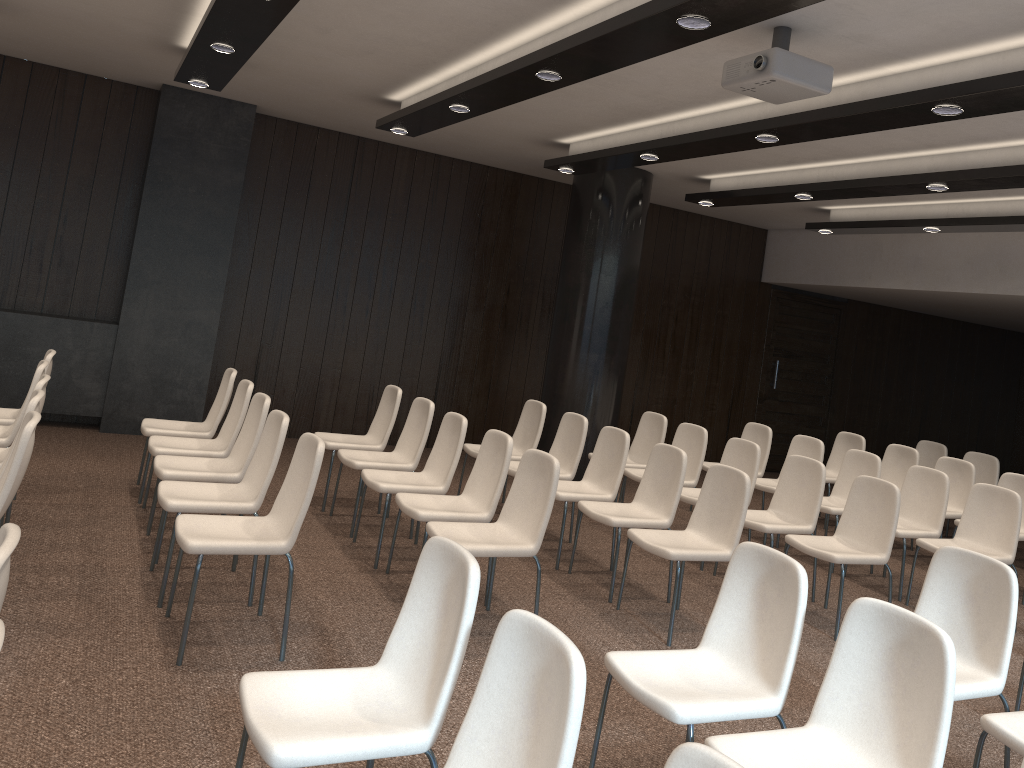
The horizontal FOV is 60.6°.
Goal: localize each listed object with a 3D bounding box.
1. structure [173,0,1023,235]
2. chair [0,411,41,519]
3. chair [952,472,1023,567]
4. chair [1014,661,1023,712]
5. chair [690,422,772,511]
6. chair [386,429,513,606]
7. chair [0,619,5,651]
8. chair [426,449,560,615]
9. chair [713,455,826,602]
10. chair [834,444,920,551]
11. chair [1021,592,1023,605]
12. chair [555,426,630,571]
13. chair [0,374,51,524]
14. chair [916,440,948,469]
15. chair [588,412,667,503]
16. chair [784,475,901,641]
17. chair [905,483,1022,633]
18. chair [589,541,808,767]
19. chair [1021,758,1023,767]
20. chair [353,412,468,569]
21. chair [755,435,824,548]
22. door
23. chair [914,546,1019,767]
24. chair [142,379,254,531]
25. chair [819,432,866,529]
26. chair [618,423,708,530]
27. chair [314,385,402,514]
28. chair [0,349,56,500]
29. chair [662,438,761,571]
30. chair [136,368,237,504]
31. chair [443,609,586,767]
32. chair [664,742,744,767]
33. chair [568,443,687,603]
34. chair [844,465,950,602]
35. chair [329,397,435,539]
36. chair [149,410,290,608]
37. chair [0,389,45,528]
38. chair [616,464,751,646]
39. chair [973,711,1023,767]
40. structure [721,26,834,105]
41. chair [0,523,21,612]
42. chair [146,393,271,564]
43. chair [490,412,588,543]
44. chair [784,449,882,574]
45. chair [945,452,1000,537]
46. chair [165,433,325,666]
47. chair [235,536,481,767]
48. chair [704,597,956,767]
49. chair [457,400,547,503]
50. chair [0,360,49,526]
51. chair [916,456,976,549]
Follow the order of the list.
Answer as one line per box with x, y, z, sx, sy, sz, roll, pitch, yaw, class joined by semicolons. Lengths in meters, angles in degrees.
-0.622;-1.809;3.047;13.025;0.231;8.139;6;5;-26;structure
-2.213;0.546;3.386;0.552;0.907;0.534;9;-2;-28;chair
3.899;1.169;7.013;0.552;0.907;0.534;9;-2;-28;chair
2.717;1.242;3.992;0.552;0.907;0.533;9;-2;-25;chair
2.041;0.797;8.093;0.552;0.907;0.533;9;-2;-24;chair
-0.350;0.699;4.930;0.553;0.907;0.533;9;-2;-24;chair
-1.206;0.865;1.387;0.553;0.907;0.533;9;-2;-24;chair
-0.117;0.778;4.403;0.552;0.907;0.534;9;-2;-27;chair
1.772;0.935;5.960;0.552;0.907;0.534;9;-2;-26;chair
3.400;1.003;8.101;0.552;0.907;0.533;9;-2;-24;chair
4.200;1.261;6.459;0.552;0.907;0.533;9;-2;-25;chair
0.447;0.732;5.987;0.552;0.907;0.533;9;-2;-24;chair
-2.727;0.381;4.434;0.552;0.907;0.533;9;-2;-24;chair
4.162;1.033;9.116;0.552;0.907;0.533;9;-2;-24;chair
0.987;0.679;7.596;0.552;0.907;0.534;9;-2;-25;chair
2.028;1.020;5.402;0.553;0.907;0.533;9;-2;-24;chair
3.101;1.136;5.954;0.552;0.907;0.534;9;-2;-28;chair
0.641;1.012;2.975;0.552;0.907;0.533;9;-2;-25;chair
1.136;1.179;1.881;0.552;0.907;0.534;9;-2;-26;chair
-0.633;0.613;5.448;0.553;0.907;0.533;9;-2;-24;chair
2.330;0.886;7.556;0.552;0.907;0.534;9;-2;-26;chair
3.843;-0.003;11.835;1.386;2.425;0.269;9;-4;-26;door
1.638;1.122;3.469;0.552;0.907;0.534;9;-2;-28;chair
-1.985;0.404;5.504;0.552;0.907;0.534;9;-2;-26;chair
3.123;0.915;8.647;0.553;0.907;0.533;9;-2;-24;chair
1.220;0.759;7.067;0.552;0.907;0.534;9;-2;-27;chair
-1.178;0.439;6.543;0.552;0.907;0.533;9;-2;-24;chair
-3.270;0.207;5.535;0.552;0.907;0.534;9;-2;-27;chair
1.483;0.846;6.499;0.552;0.907;0.534;9;-2;-25;chair
-2.261;0.317;6.047;0.553;0.907;0.533;9;-2;-24;chair
-0.202;0.978;1.856;0.552;0.907;0.534;9;-2;-28;chair
0.097;1.069;1.306;0.553;0.907;0.533;9;-2;-24;chair
0.735;0.818;5.478;0.553;0.907;0.533;9;-2;-24;chair
2.868;1.057;6.481;0.552;0.907;0.533;9;-2;-24;chair
-0.889;0.528;6.007;0.552;0.907;0.534;9;-2;-26;chair
-1.484;0.571;4.411;0.552;0.907;0.534;9;-2;-26;chair
-2.490;0.458;3.933;0.552;0.907;0.534;9;-2;-26;chair
0.975;0.902;4.912;0.553;0.907;0.533;9;-2;-24;chair
1.930;1.212;2.927;0.552;0.907;0.534;9;-2;-26;chair
1.289;-1.580;4.268;0.404;0.316;0.386;8;1;-26;structure
-1.483;0.778;1.934;0.553;0.907;0.533;9;-2;-24;chair
-1.735;0.485;4.979;0.552;0.907;0.534;9;-2;-27;chair
0.209;0.650;6.534;0.552;0.907;0.533;9;-2;-25;chair
2.585;0.971;6.998;0.552;0.907;0.533;9;-2;-24;chair
4.404;1.116;8.570;0.552;0.907;0.534;9;-2;-28;chair
-1.185;0.662;3.862;0.552;0.907;0.534;9;-2;-26;chair
-0.446;0.895;2.407;0.552;0.907;0.534;9;-2;-27;chair
0.875;1.092;2.446;0.552;0.907;0.534;9;-2;-27;chair
-0.080;0.562;7.061;0.553;0.907;0.533;9;-2;-24;chair
-3.024;0.290;4.981;0.552;0.907;0.534;9;-2;-26;chair
3.648;1.084;7.581;0.552;0.907;0.534;9;-2;-28;chair
